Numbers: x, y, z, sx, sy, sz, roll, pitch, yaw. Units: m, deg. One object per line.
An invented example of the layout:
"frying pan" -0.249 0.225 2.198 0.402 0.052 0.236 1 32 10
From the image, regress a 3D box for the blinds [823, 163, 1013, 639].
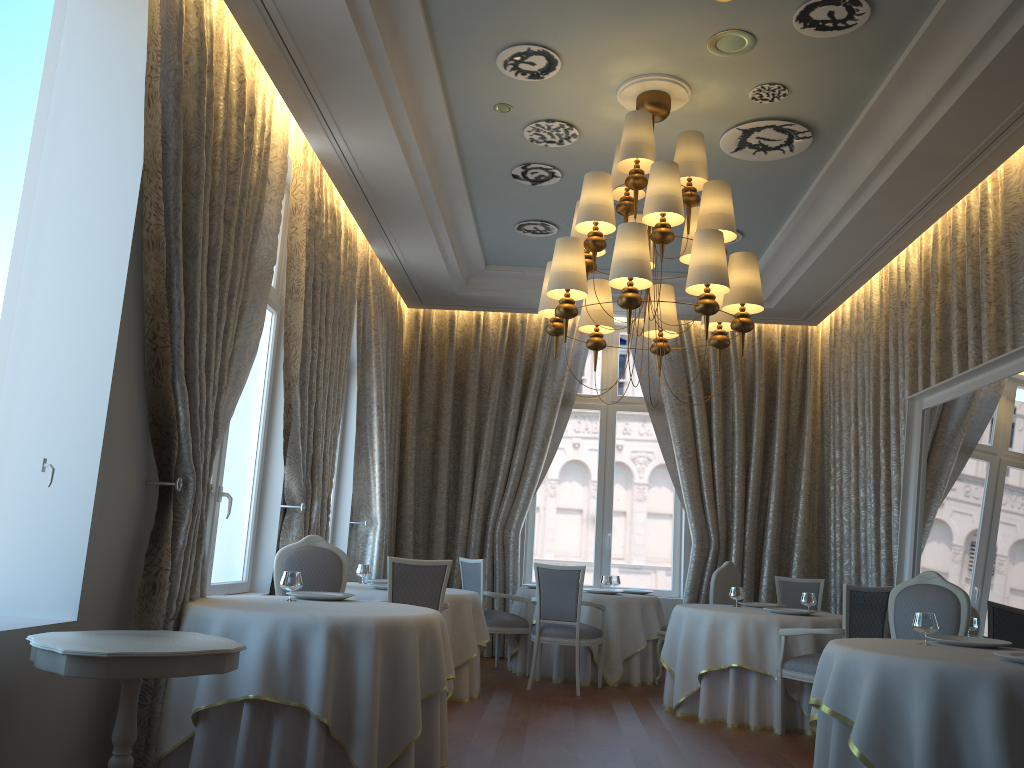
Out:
"blinds" 3.549 0.541 8.244 0.238 4.819 4.439 3 -11 3

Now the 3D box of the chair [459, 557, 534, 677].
"chair" -0.191 2.319 8.884 0.629 1.108 0.650 10 -13 -31

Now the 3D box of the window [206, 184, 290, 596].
"window" -1.937 -0.182 6.243 0.259 3.306 1.882 3 -11 3

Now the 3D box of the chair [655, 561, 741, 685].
"chair" 1.847 2.356 8.747 0.690 1.233 0.563 -7 -15 42

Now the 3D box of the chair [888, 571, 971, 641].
"chair" 2.330 1.726 5.262 0.690 1.233 0.563 11 -13 -36

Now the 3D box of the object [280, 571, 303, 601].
"object" -1.286 1.177 5.162 0.128 0.165 0.128 6 -11 -14

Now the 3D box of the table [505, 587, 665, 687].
"table" 0.783 2.607 9.225 1.667 0.890 1.663 -1 -12 22

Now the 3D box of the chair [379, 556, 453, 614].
"chair" -0.800 1.835 6.517 0.650 1.108 0.629 8 -11 -21

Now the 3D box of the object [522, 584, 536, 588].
"object" 0.311 2.101 9.196 0.419 0.036 0.419 3 -11 2

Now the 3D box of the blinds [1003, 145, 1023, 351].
"blinds" 3.347 -0.283 3.955 0.238 4.819 4.439 3 -11 3

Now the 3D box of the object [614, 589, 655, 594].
"object" 1.287 2.183 9.324 0.419 0.036 0.419 3 -11 2

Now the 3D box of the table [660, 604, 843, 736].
"table" 2.089 2.331 7.354 1.663 0.890 1.667 0 -11 17

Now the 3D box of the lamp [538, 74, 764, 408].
"lamp" 0.905 -0.952 5.851 1.373 2.121 1.373 -6 -14 40

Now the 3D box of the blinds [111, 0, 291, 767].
"blinds" -1.729 -0.365 5.032 0.315 4.930 2.204 3 -11 3

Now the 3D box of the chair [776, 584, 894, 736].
"chair" 2.360 2.004 6.419 0.650 1.108 0.629 9 -12 -26

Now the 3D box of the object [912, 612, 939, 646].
"object" 2.183 1.293 4.682 0.128 0.165 0.128 -4 -13 33

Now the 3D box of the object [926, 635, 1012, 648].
"object" 2.478 1.402 4.819 0.419 0.036 0.419 3 -11 2

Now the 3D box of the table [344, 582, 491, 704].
"table" -1.023 2.182 7.548 1.667 0.890 1.663 4 -11 -3

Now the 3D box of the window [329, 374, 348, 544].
"window" -1.859 0.269 8.599 0.196 3.306 1.881 3 -11 3

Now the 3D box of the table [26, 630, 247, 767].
"table" -1.503 1.408 3.441 0.760 0.801 0.761 -6 -14 42

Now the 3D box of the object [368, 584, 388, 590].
"object" -0.955 1.643 7.175 0.419 0.036 0.419 3 -11 2

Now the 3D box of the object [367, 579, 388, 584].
"object" -1.116 1.805 8.079 0.419 0.036 0.419 3 -11 2

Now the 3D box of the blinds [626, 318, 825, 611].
"blinds" 2.527 0.904 10.390 2.476 4.901 0.386 3 -11 3

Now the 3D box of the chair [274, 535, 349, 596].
"chair" -1.302 1.612 5.806 0.563 1.233 0.690 8 -11 -21

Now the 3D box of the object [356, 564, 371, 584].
"object" -1.318 1.687 7.866 0.128 0.165 0.128 3 -11 3

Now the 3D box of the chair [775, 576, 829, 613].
"chair" 2.738 2.424 8.517 0.650 1.108 0.629 -1 -12 23

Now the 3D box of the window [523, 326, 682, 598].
"window" 1.158 0.880 10.882 1.881 3.306 0.196 3 -11 3

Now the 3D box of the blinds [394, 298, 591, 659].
"blinds" -0.340 0.764 10.557 2.535 4.901 0.386 3 -11 3

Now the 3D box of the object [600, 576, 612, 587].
"object" 0.977 2.076 9.201 0.128 0.165 0.128 3 -11 3

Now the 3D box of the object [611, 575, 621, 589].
"object" 1.115 2.162 9.612 0.128 0.165 0.128 3 -11 3

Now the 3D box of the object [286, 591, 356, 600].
"object" -1.175 1.304 5.450 0.419 0.036 0.419 3 -11 2

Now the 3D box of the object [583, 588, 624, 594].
"object" 0.906 2.076 8.875 0.419 0.036 0.419 3 -11 2

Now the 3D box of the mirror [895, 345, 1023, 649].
"mirror" 3.071 1.150 5.905 0.385 2.564 2.251 3 -11 3

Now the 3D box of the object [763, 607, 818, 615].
"object" 2.216 1.810 7.059 0.419 0.036 0.419 3 -11 2

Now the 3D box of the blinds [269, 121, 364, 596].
"blinds" -1.592 0.100 7.443 0.335 4.969 2.257 3 -11 3

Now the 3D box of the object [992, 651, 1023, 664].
"object" 2.387 1.235 3.967 0.419 0.036 0.419 3 -11 2

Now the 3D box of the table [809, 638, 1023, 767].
"table" 2.324 1.772 4.325 1.663 0.890 1.667 5 -11 -8

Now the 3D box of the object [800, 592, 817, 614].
"object" 2.445 1.806 7.311 0.128 0.165 0.128 3 -11 3

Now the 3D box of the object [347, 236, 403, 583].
"object" -1.432 0.561 9.577 0.386 4.901 2.121 3 -11 3

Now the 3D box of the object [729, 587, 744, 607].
"object" 1.958 1.855 7.721 0.128 0.165 0.128 3 -11 3

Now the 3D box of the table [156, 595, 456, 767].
"table" -1.152 1.685 4.959 1.663 0.890 1.667 5 -11 -8

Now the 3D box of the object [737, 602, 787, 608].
"object" 2.216 1.962 7.864 0.419 0.036 0.419 3 -11 2

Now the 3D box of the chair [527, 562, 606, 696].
"chair" 0.480 2.214 8.123 0.650 1.108 0.629 0 -11 18
